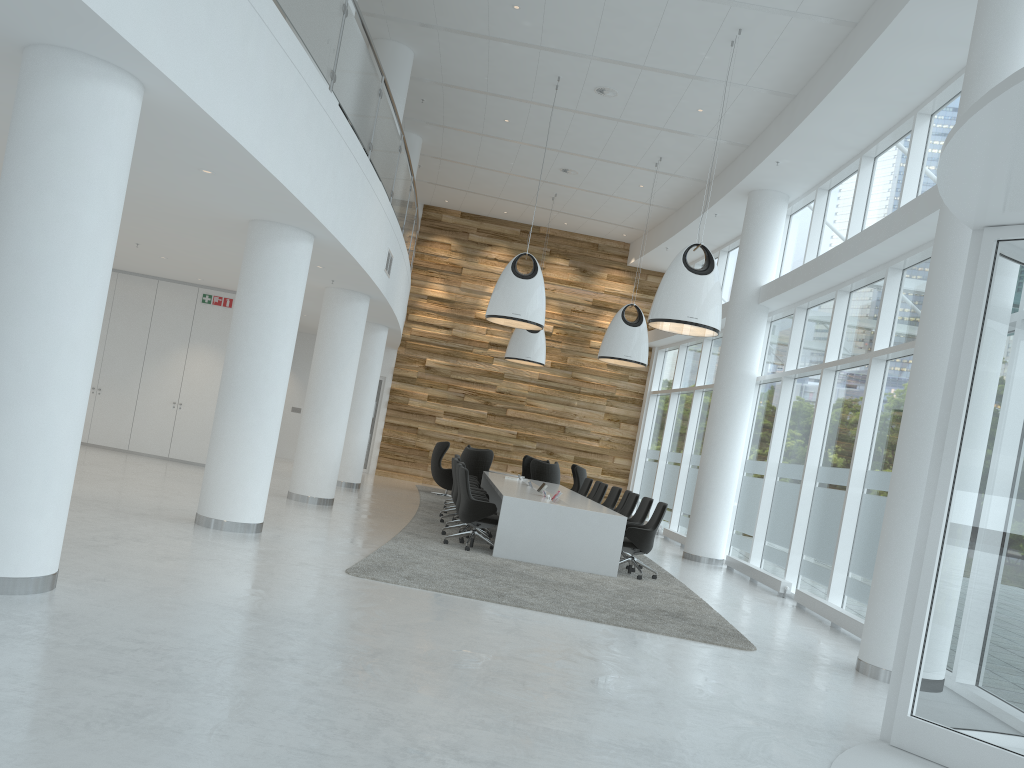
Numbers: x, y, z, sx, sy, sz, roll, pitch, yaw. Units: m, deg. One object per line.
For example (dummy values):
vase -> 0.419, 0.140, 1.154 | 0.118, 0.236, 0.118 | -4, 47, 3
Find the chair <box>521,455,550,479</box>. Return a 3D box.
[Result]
chair -> 0.374, 2.189, 19.929 | 0.911, 1.152, 0.921 | 10, -1, 16

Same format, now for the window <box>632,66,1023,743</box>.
window -> -16.198, -3.544, 17.038 | 62.565, 6.138, 31.030 | 8, -4, 36

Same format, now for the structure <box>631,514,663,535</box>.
structure -> 2.916, 3.137, 19.966 | 0.150, 0.213, 2.688 | 10, -4, -8

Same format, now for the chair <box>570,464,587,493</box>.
chair -> 1.093, 2.258, 18.990 | 0.920, 1.152, 0.912 | 11, -1, -14

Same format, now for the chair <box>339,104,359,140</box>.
chair -> -2.191, -2.974, 10.154 | 0.916, 1.152, 0.916 | 11, -1, -13

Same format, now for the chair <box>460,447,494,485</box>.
chair -> -0.656, 1.865, 17.847 | 0.911, 1.152, 0.921 | 10, -1, 16

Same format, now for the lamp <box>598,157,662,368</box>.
lamp -> 2.255, -2.158, 15.557 | 0.879, 3.646, 0.889 | 10, 0, 40

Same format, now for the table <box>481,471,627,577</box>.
table -> 0.346, 1.988, 13.747 | 1.501, 0.738, 6.561 | 10, -4, -3

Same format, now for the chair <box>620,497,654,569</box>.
chair -> 1.502, 1.954, 11.868 | 0.674, 0.966, 0.685 | 10, -1, -4

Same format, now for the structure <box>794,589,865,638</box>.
structure -> 3.587, 2.581, 9.731 | 0.150, 0.213, 2.694 | 10, -4, 1

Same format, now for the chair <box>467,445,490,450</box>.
chair -> -0.771, 1.976, 19.845 | 0.920, 1.152, 0.912 | 12, -2, -44

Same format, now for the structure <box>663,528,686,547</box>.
structure -> 3.286, 2.997, 16.827 | 0.150, 0.213, 2.690 | 10, -4, -5

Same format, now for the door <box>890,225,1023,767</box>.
door -> 3.843, 0.742, 3.680 | 2.992, 3.109, 3.004 | 10, -2, 6

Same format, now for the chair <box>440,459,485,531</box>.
chair -> -0.664, 1.653, 13.254 | 0.675, 0.966, 0.685 | 10, -1, -9

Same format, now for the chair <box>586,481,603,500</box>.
chair -> 1.226, 2.162, 15.774 | 0.674, 0.966, 0.685 | 10, -1, -4

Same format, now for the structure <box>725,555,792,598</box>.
structure -> 3.549, 2.785, 12.908 | 0.150, 0.213, 2.692 | 10, -4, -1

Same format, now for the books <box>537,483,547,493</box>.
books -> 0.437, 1.662, 13.939 | 0.139, 0.229, 0.357 | 10, -3, -3

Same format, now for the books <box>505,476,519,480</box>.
books -> -0.001, 1.669, 15.756 | 0.224, 0.026, 0.264 | 10, -4, 6

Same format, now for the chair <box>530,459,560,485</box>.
chair -> 0.508, 2.080, 17.903 | 0.920, 1.152, 0.912 | 12, -2, -44

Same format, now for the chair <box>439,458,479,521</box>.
chair -> -0.738, 1.691, 14.036 | 0.674, 0.966, 0.686 | 10, -1, 1

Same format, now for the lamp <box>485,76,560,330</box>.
lamp -> 0.358, -2.672, 12.997 | 0.878, 3.646, 0.889 | 10, 0, 42

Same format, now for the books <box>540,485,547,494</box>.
books -> 0.448, 1.683, 13.959 | 0.158, 0.241, 0.352 | 10, -2, -4

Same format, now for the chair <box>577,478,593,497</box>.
chair -> 1.134, 2.203, 16.646 | 0.675, 0.966, 0.685 | 10, -1, -9

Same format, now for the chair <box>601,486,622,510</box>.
chair -> 1.371, 2.086, 14.231 | 0.675, 0.966, 0.685 | 10, -1, -9

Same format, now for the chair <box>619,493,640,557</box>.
chair -> 1.436, 1.996, 12.685 | 0.674, 0.966, 0.685 | 10, -1, -4

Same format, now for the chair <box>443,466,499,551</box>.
chair -> -0.427, 1.536, 10.839 | 0.675, 0.966, 0.685 | 10, -1, -9

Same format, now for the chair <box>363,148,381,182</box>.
chair -> -2.200, -2.862, 11.863 | 0.916, 1.152, 0.916 | 11, -1, -10

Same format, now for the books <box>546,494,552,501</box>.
books -> 0.499, 1.548, 11.518 | 0.144, 0.226, 0.203 | 10, -2, -4

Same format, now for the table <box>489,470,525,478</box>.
table -> -0.180, 2.245, 18.866 | 0.796, 0.696, 0.803 | 10, -2, 21

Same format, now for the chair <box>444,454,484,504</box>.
chair -> -0.848, 1.829, 16.428 | 0.674, 0.966, 0.686 | 10, -1, 1

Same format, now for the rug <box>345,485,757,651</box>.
rug -> 0.106, 2.343, 14.076 | 3.941, 0.010, 13.458 | 10, -4, -3

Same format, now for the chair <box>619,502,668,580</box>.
chair -> 1.555, 1.910, 11.057 | 0.674, 0.966, 0.686 | 10, -1, 1

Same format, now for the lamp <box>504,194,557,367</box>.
lamp -> 0.587, -2.243, 18.852 | 0.879, 3.646, 0.889 | 10, 0, 35

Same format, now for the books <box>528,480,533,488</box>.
books -> 0.314, 1.684, 14.287 | 0.153, 0.238, 0.190 | 10, -1, -4

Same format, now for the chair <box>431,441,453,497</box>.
chair -> -1.282, 1.814, 18.794 | 0.920, 1.152, 0.912 | 11, -1, -14

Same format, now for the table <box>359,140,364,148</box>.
table -> -2.216, -2.716, 10.983 | 0.801, 0.754, 0.798 | 11, -2, -14

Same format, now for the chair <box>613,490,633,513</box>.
chair -> 1.444, 2.048, 13.449 | 0.674, 0.966, 0.686 | 10, -1, 1

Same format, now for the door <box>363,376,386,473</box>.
door -> -4.169, 0.853, 21.713 | 1.806, 2.401, 0.132 | 10, 0, -2

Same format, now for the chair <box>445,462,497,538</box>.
chair -> -0.532, 1.628, 12.526 | 0.674, 0.966, 0.685 | 10, -1, -4

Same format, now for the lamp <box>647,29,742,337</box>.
lamp -> 2.396, -2.452, 10.729 | 0.878, 3.646, 0.889 | 10, 0, 42

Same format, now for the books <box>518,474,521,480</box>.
books -> 0.167, 1.797, 16.380 | 0.153, 0.241, 0.182 | 10, -1, -3

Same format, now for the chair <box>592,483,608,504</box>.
chair -> 1.238, 2.111, 14.959 | 0.674, 0.966, 0.685 | 10, -1, -4

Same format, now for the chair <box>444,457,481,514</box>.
chair -> -0.729, 1.743, 14.800 | 0.674, 0.966, 0.685 | 10, -1, -4

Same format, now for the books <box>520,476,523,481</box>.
books -> 0.195, 1.788, 16.043 | 0.139, 0.223, 0.162 | 10, -1, -3

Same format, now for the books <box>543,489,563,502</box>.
books -> 0.529, 1.576, 12.016 | 0.230, 0.275, 0.600 | 10, -3, 17

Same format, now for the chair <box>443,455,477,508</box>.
chair -> -0.795, 1.785, 15.617 | 0.674, 0.966, 0.685 | 10, -1, -4

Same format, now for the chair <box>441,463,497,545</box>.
chair -> -0.520, 1.577, 11.711 | 0.674, 0.966, 0.685 | 10, -1, -4
